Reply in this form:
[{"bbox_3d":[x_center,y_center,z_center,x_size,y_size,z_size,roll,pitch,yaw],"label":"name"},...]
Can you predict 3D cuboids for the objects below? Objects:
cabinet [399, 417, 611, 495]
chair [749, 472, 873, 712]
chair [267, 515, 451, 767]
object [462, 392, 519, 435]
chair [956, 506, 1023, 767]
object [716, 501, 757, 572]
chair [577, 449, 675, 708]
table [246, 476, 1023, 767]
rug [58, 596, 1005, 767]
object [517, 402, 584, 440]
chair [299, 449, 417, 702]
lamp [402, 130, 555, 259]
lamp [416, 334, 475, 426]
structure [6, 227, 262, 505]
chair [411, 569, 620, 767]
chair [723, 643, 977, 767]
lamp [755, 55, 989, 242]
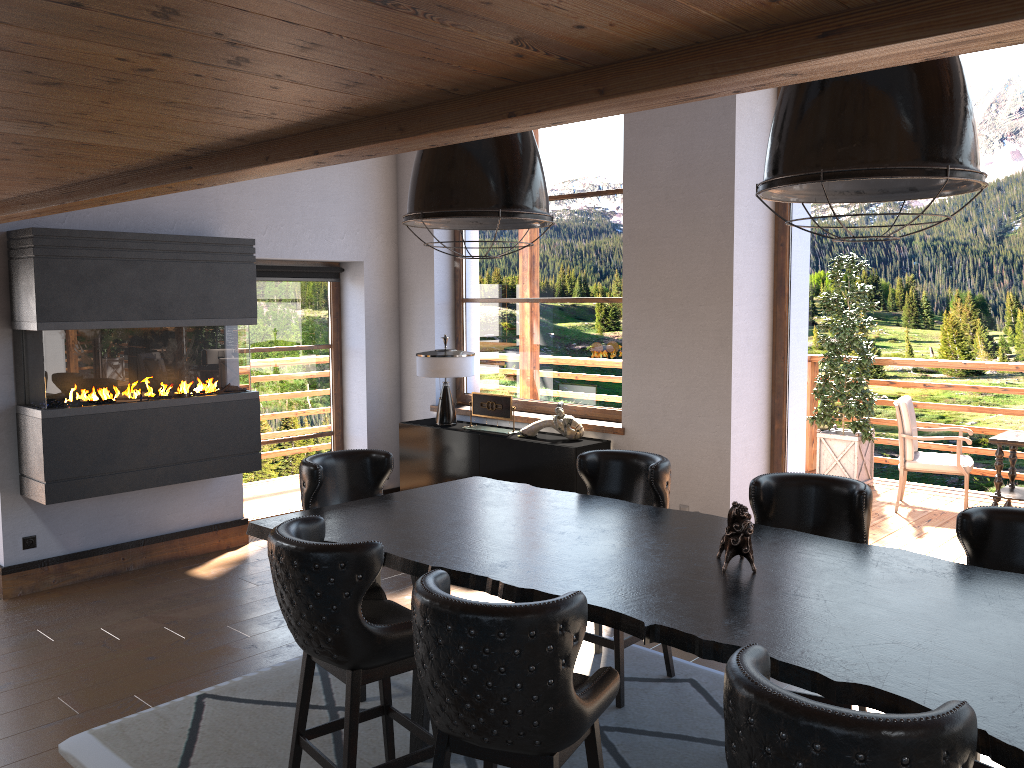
[{"bbox_3d":[-0.110,0.683,6.798,1.845,0.654,0.407,5,7,43],"label":"cabinet"},{"bbox_3d":[1.225,0.958,3.712,0.499,1.091,0.574,2,5,27],"label":"chair"},{"bbox_3d":[-0.551,1.030,3.126,0.575,1.091,0.498,-4,6,-38],"label":"chair"},{"bbox_3d":[-0.153,0.217,6.732,0.494,0.287,0.152,5,7,43],"label":"object"},{"bbox_3d":[1.775,1.023,3.117,0.575,1.091,0.498,-4,6,-38],"label":"chair"},{"bbox_3d":[0.784,0.516,3.092,0.115,0.253,0.221,0,5,6],"label":"object"},{"bbox_3d":[0.493,0.901,4.320,0.498,1.091,0.575,4,7,42],"label":"chair"},{"bbox_3d":[0.747,1.117,3.029,3.753,0.948,1.447,5,7,43],"label":"table"},{"bbox_3d":[0.942,1.594,2.806,5.567,0.047,2.584,5,7,42],"label":"rug"},{"bbox_3d":[0.275,0.263,6.389,0.498,0.262,0.181,1,5,11],"label":"object"},{"bbox_3d":[-0.747,0.901,4.361,0.562,1.091,0.510,4,7,42],"label":"chair"},{"bbox_3d":[-0.148,-2.846,3.429,0.622,4.679,0.621,0,5,-2],"label":"lamp"},{"bbox_3d":[-0.527,-0.034,7.072,0.475,0.725,0.465,-4,6,-38],"label":"lamp"},{"bbox_3d":[-2.457,-0.161,5.919,0.428,1.647,1.463,4,7,43],"label":"structure"},{"bbox_3d":[-0.001,1.076,2.529,0.499,1.091,0.574,2,5,27],"label":"chair"},{"bbox_3d":[0.732,1.132,1.921,0.498,1.091,0.575,4,7,42],"label":"chair"},{"bbox_3d":[1.007,-2.747,2.364,0.622,4.679,0.621,0,5,-2],"label":"lamp"}]
